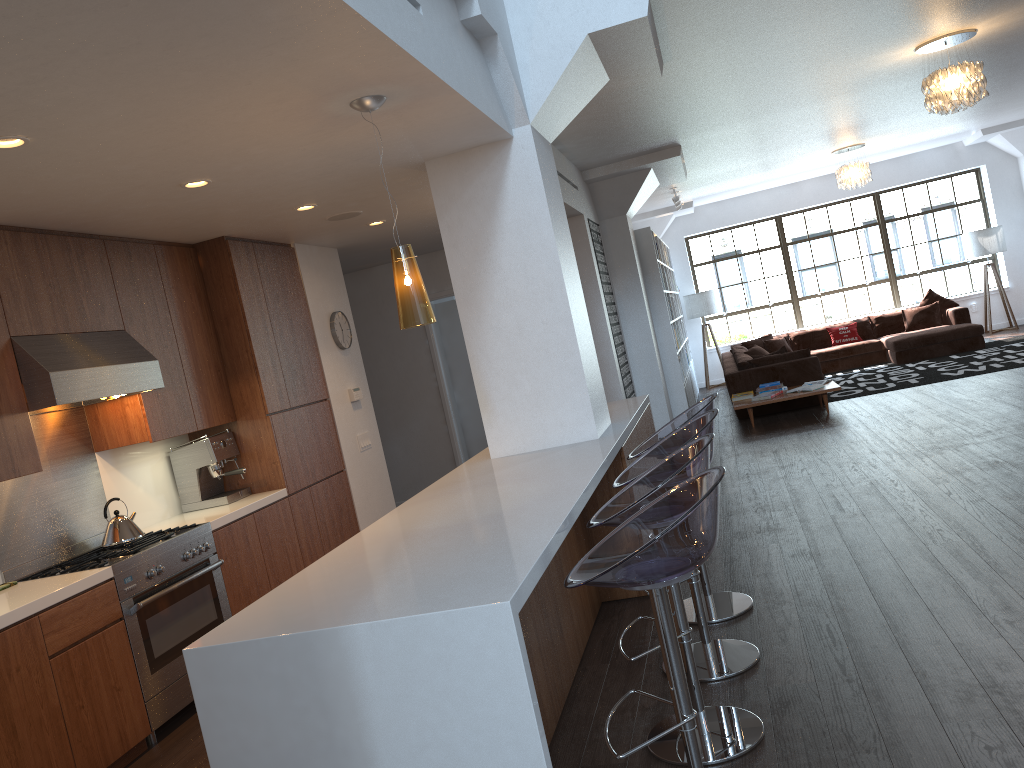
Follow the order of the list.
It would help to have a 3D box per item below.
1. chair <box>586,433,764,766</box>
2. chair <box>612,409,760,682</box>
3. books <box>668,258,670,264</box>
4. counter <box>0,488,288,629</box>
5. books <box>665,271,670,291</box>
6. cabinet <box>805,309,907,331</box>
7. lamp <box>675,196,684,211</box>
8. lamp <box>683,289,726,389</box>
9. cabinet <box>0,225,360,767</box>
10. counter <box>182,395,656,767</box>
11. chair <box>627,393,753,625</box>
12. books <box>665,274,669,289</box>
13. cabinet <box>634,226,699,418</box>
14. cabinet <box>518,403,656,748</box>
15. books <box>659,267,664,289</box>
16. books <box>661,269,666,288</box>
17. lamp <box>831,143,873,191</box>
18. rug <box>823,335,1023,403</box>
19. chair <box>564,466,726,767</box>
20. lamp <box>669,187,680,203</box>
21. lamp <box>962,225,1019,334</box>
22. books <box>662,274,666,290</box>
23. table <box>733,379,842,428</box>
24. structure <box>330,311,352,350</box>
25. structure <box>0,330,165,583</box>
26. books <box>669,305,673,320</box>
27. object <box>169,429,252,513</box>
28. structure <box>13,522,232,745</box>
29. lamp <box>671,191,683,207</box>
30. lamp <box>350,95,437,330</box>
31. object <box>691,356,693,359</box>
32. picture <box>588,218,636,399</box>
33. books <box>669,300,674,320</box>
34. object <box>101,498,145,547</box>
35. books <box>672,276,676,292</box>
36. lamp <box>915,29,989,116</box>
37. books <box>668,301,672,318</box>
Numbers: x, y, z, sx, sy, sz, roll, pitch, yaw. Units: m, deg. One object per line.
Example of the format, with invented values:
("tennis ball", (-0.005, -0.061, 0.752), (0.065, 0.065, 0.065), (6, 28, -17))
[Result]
("chair", (0.549, 0.709, 3.008), (0.481, 1.014, 0.530), (-12, 3, 12))
("chair", (0.706, 0.644, 3.622), (0.481, 1.014, 0.530), (-12, 3, 12))
("books", (2.424, -1.935, 14.182), (0.183, 0.253, 0.042), (-12, 3, 14))
("counter", (-2.203, 0.955, 3.591), (0.600, 0.050, 4.387), (-12, 3, 14))
("books", (2.039, -1.388, 12.173), (0.197, 0.283, 0.065), (-12, 3, 14))
("cabinet", (5.558, -0.734, 14.235), (1.520, 0.625, 0.350), (-12, 3, 14))
("lamp", (2.405, -2.615, 12.825), (0.120, 0.211, 0.111), (-13, 3, -12))
("lamp", (3.264, -0.738, 14.689), (0.545, 1.579, 0.545), (-12, 3, 3))
("cabinet", (-2.192, 0.507, 4.016), (0.598, 2.499, 5.299), (-12, 3, 14))
("counter", (0.678, 0.778, 2.666), (3.039, 0.860, 8.182), (-13, 3, -16))
("chair", (0.845, 0.584, 4.234), (0.481, 1.014, 0.530), (-12, 3, 16))
("books", (2.023, -1.355, 12.038), (0.174, 0.239, 0.045), (-12, 3, 14))
("cabinet", (2.133, -0.813, 12.540), (0.461, 2.414, 4.500), (-12, 3, 14))
("cabinet", (0.172, 0.827, 4.460), (0.898, 0.796, 4.493), (-12, 3, 14))
("books", (1.724, -1.249, 10.693), (0.176, 0.290, 0.053), (-12, 3, 14))
("books", (1.881, -1.322, 11.464), (0.176, 0.291, 0.053), (-12, 3, 14))
("lamp", (4.492, -2.847, 11.715), (0.442, 0.539, 0.441), (-14, 3, -34))
("rug", (5.859, -0.334, 11.104), (4.200, 0.007, 3.100), (-12, 3, 15))
("chair", (0.436, 0.763, 2.388), (0.481, 1.014, 0.530), (-12, 3, 16))
("lamp", (2.177, -2.517, 11.830), (0.120, 0.211, 0.111), (-15, 4, -42))
("lamp", (7.344, -1.586, 13.570), (0.545, 1.579, 0.545), (-11, 3, 25))
("books", (1.852, -1.281, 11.303), (0.174, 0.240, 0.054), (-12, 3, 14))
("table", (3.003, 0.228, 9.721), (1.100, 0.271, 0.853), (-12, 3, 14))
("structure", (-1.328, -0.417, 6.898), (0.040, 0.300, 0.300), (-12, 3, 14))
("structure", (-2.165, 0.311, 4.457), (0.529, 1.110, 0.811), (-12, 3, 14))
("books", (1.941, -0.915, 11.324), (0.174, 0.239, 0.045), (-12, 3, 14))
("object", (-1.848, 0.531, 5.578), (0.439, 0.455, 0.284), (-12, 3, 14))
("structure", (-1.885, 1.276, 4.488), (0.662, 0.919, 0.811), (-12, 3, 14))
("lamp", (2.289, -2.565, 12.321), (0.120, 0.211, 0.111), (-14, 3, -27))
("lamp", (0.476, -1.380, 4.290), (2.842, 1.807, 0.149), (-14, 3, -37))
("object", (2.785, -0.406, 14.509), (0.331, 0.088, 0.410), (-12, 3, 14))
("picture", (1.094, -0.509, 9.154), (0.021, 2.380, 0.800), (-12, 3, 14))
("books", (1.960, -0.929, 11.394), (0.182, 0.253, 0.034), (-12, 3, 14))
("object", (-2.100, 0.721, 4.730), (0.222, 0.235, 0.222), (-13, 3, -11))
("books", (2.454, -1.547, 13.919), (0.183, 0.253, 0.034), (-12, 3, 13))
("lamp", (3.374, -2.365, 6.802), (0.442, 0.539, 0.441), (-14, 3, -34))
("books", (1.916, -0.912, 11.226), (0.182, 0.253, 0.034), (-12, 3, 14))
